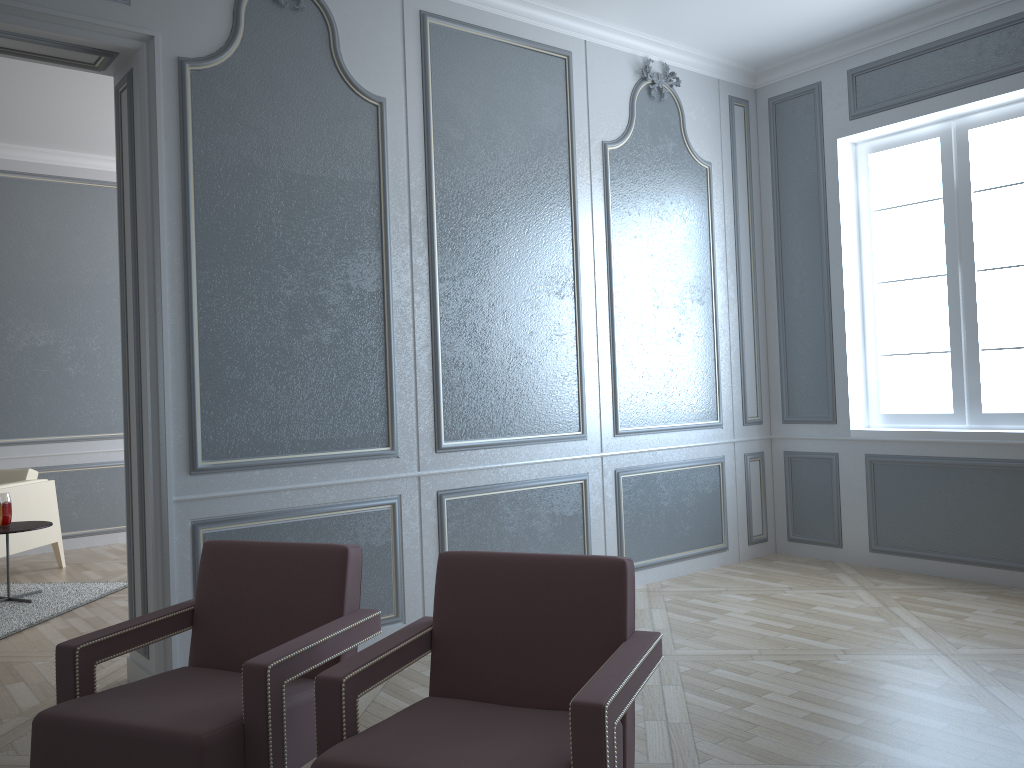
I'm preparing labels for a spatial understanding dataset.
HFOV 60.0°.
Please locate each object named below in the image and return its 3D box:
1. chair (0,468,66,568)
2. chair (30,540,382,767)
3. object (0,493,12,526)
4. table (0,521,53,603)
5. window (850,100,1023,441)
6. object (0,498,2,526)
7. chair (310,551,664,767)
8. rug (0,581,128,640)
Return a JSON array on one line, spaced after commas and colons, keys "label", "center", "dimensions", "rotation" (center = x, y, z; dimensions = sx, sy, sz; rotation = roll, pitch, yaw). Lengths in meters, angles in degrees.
[{"label": "chair", "center": [-3.222, 0.831, 5.142], "dimensions": [0.855, 0.621, 0.737], "rotation": [-2, -1, 7]}, {"label": "chair", "center": [-0.682, 0.712, 2.015], "dimensions": [0.576, 0.620, 0.606], "rotation": [-2, -1, 22]}, {"label": "object", "center": [-2.631, 0.649, 4.590], "dimensions": [0.075, 0.166, 0.075], "rotation": [-2, -1, 11]}, {"label": "table", "center": [-2.570, 0.922, 4.522], "dimensions": [0.414, 0.385, 0.414], "rotation": [-2, -1, 9]}, {"label": "window", "center": [2.387, -0.537, 4.170], "dimensions": [0.349, 1.582, 1.599], "rotation": [-1, -1, -38]}, {"label": "object", "center": [-2.632, 0.649, 4.503], "dimensions": [0.075, 0.166, 0.075], "rotation": [-3, -1, 41]}, {"label": "chair", "center": [-0.043, 0.687, 1.727], "dimensions": [0.576, 0.620, 0.606], "rotation": [-2, -1, 22]}, {"label": "rug", "center": [-3.175, 1.130, 3.997], "dimensions": [2.000, 0.010, 2.000], "rotation": [-2, 0, 7]}]
